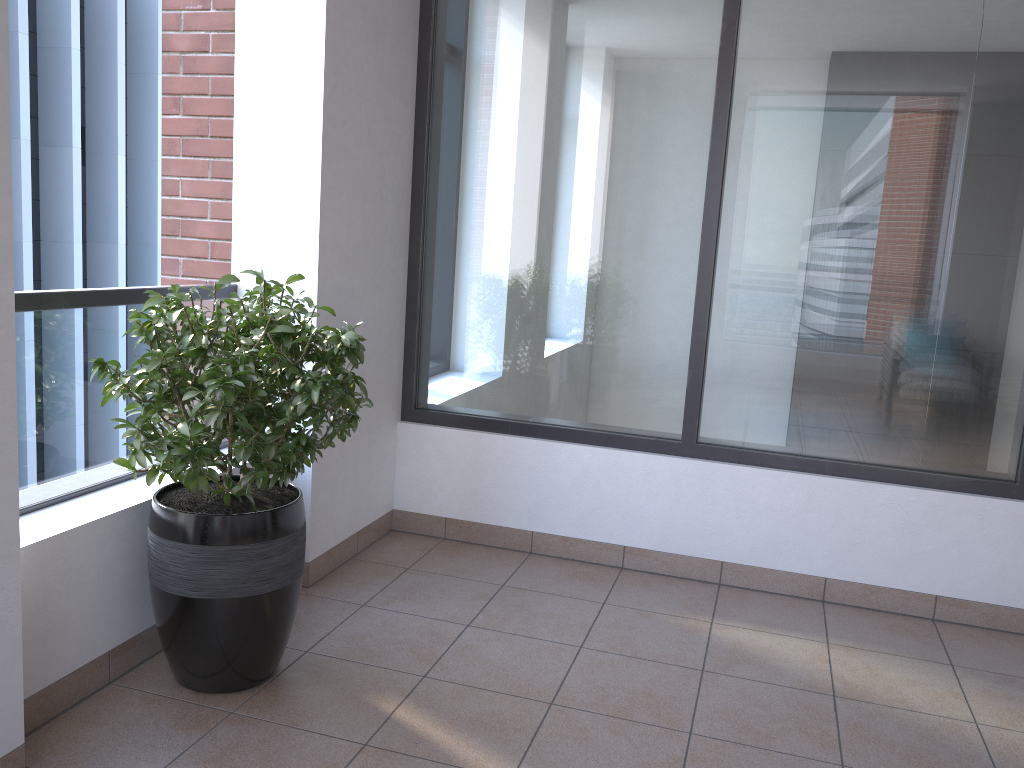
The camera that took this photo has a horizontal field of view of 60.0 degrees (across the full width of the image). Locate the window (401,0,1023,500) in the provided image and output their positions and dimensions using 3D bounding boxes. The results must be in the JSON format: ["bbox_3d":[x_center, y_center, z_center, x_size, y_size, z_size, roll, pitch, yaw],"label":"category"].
[{"bbox_3d":[1.991,-0.764,3.172,5.002,2.402,0.170,6,9,16],"label":"window"}]

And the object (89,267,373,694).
[{"bbox_3d":[-0.784,0.334,2.535,0.721,1.338,0.731,7,9,19],"label":"object"}]
